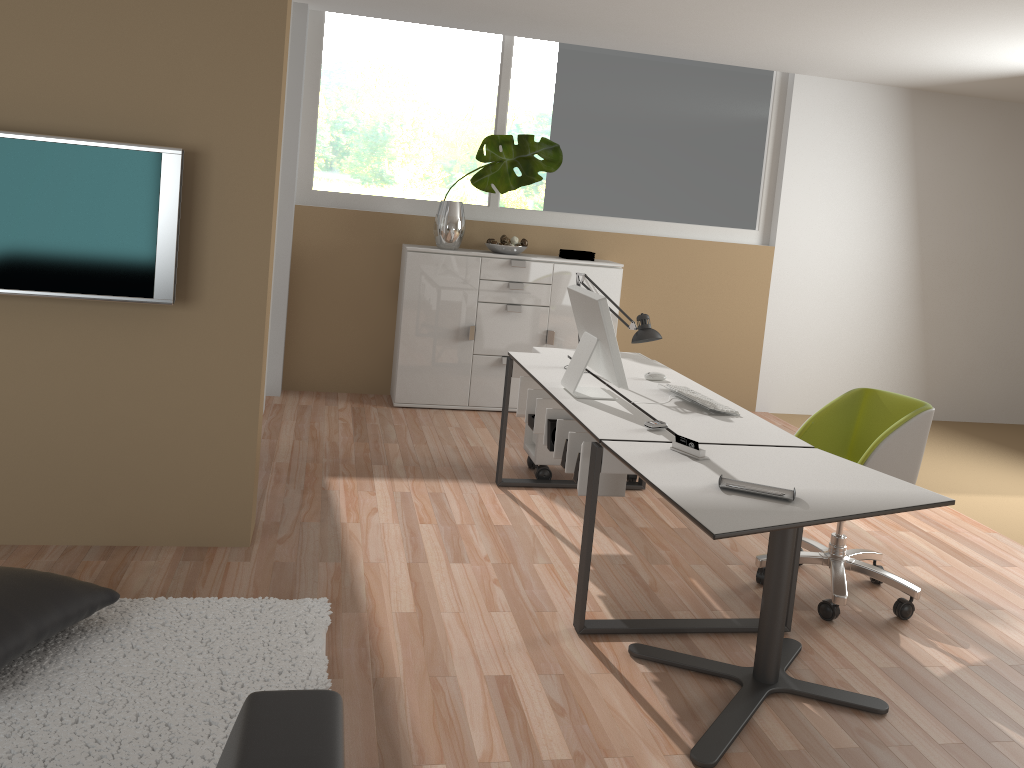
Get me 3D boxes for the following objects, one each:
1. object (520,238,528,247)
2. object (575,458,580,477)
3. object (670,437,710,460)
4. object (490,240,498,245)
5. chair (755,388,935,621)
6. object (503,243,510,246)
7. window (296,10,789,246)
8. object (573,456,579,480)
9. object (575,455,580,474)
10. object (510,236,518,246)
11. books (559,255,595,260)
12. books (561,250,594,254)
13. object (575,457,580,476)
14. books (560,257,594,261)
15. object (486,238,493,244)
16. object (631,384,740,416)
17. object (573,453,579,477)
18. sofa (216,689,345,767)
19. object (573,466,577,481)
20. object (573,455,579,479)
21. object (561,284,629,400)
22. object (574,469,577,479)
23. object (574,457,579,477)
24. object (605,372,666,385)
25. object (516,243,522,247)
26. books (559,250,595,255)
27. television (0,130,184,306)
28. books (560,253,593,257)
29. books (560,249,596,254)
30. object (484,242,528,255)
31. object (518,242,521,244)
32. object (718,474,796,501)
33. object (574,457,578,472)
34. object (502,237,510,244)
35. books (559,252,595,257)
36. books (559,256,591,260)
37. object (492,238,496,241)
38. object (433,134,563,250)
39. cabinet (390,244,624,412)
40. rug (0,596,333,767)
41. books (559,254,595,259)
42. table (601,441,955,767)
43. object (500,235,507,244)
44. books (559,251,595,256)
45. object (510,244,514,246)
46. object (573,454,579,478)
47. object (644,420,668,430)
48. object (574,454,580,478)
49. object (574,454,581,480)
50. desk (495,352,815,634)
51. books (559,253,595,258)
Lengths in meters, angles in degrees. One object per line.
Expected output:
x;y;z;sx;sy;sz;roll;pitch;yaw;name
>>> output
0.085;-0.987;6.173;0.053;0.067;0.054;5;7;-4;object
0.302;0.309;3.207;0.133;0.112;0.041;3;6;-12;object
0.583;0.202;2.875;0.049;0.055;0.132;0;12;-36;object
-0.127;-0.969;6.122;0.055;0.060;0.056;10;9;31;object
1.364;0.451;3.568;0.598;0.800;0.630;0;9;-37;chair
-0.035;-0.944;6.085;0.056;0.064;0.052;5;7;1;object
0.328;-2.049;6.473;3.627;1.779;0.046;3;5;-12;window
0.299;0.306;3.221;0.133;0.112;0.041;3;6;-12;object
0.300;0.308;3.214;0.133;0.112;0.041;3;6;-12;object
0.016;-1.000;6.158;0.056;0.066;0.052;7;8;11;object
0.463;-0.908;6.311;0.222;0.006;0.160;3;12;-12;books
0.469;-0.946;6.307;0.222;0.007;0.160;3;12;-12;books
0.301;0.309;3.209;0.133;0.112;0.041;3;6;-12;object
0.462;-0.898;6.311;0.222;0.007;0.160;3;12;-12;books
-0.153;-0.988;6.168;0.056;0.064;0.053;0;9;-33;object
0.661;0.077;3.674;0.387;0.079;0.464;2;12;-17;object
0.297;0.305;3.227;0.133;0.112;0.041;3;6;-12;object
-1.304;0.756;0.789;2.254;0.825;0.968;3;9;-12;sofa
0.299;0.306;3.219;0.133;0.112;0.040;3;6;-12;object
0.298;0.306;3.223;0.133;0.112;0.041;3;6;-12;object
0.340;-0.172;3.652;0.197;0.426;0.474;4;9;-12;object
0.301;0.308;3.212;0.133;0.112;0.040;3;6;-12;object
0.299;0.307;3.218;0.133;0.112;0.041;3;6;-12;object
0.575;-0.005;4.028;0.370;0.079;0.143;-2;12;-33;object
0.047;-0.950;6.149;0.054;0.063;0.057;0;9;-34;object
0.466;-0.941;6.311;0.222;0.007;0.160;3;12;-12;books
-1.799;-0.605;3.116;1.172;0.573;0.055;3;5;-12;television
0.466;-0.925;6.310;0.222;0.006;0.160;3;12;-12;books
0.470;-0.951;6.308;0.222;0.006;0.160;3;12;-12;books
-0.044;-0.948;6.180;0.318;0.063;0.315;16;15;42;object
0.052;-0.966;6.211;0.052;0.065;0.057;1;9;-27;object
0.703;0.297;2.528;0.217;0.030;0.090;9;12;18;object
0.297;0.304;3.230;0.133;0.112;0.041;3;6;-12;object
-0.038;-0.992;6.127;0.053;0.063;0.056;1;9;-27;object
0.465;-0.930;6.308;0.222;0.006;0.160;3;12;-11;books
0.463;-0.903;6.311;0.222;0.006;0.160;3;12;-12;books
-0.141;-0.996;6.221;0.057;0.063;0.054;11;10;37;object
-0.103;-1.340;6.142;0.856;0.836;0.269;3;6;-15;object
-0.041;-0.380;6.232;1.520;1.072;0.422;3;6;-12;cabinet
-1.465;0.867;2.173;2.021;0.045;1.476;3;12;-12;rug
0.462;-0.914;6.310;0.222;0.006;0.160;2;12;-14;books
0.813;0.634;2.697;0.924;0.679;0.825;3;9;-15;table
-0.057;-1.023;6.234;0.053;0.070;0.053;5;7;-6;object
0.466;-0.936;6.311;0.222;0.007;0.160;3;12;-12;books
-0.002;-0.942;6.131;0.054;0.065;0.053;2;8;-21;object
0.298;0.305;3.225;0.133;0.112;0.041;3;6;-12;object
0.518;0.148;3.163;0.084;0.021;0.048;-2;13;-32;object
0.300;0.307;3.216;0.133;0.112;0.041;3;6;-12;object
0.301;0.308;3.210;0.133;0.112;0.040;3;6;-12;object
0.493;0.366;3.852;0.803;0.677;1.630;3;11;-12;desk
0.465;-0.919;6.310;0.222;0.006;0.160;3;12;-12;books
